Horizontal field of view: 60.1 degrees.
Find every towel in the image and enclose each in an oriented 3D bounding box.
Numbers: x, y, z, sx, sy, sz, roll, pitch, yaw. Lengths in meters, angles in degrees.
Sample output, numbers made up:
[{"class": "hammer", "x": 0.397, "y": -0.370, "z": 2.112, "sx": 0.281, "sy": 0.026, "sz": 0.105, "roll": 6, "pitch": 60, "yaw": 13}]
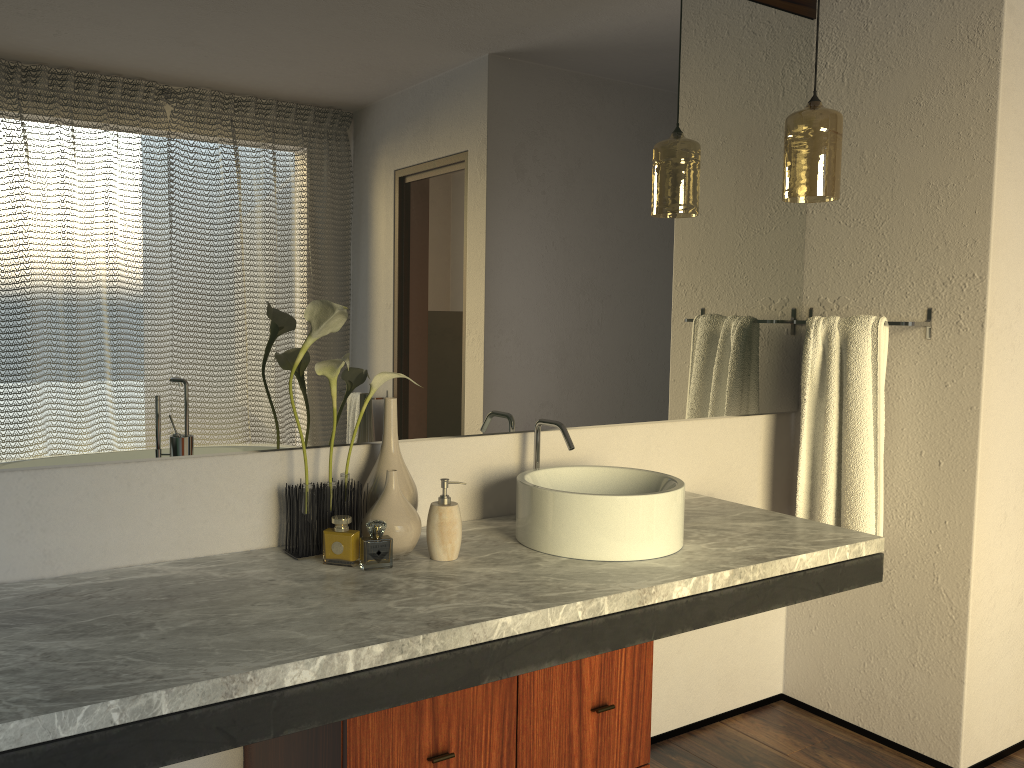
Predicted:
[{"class": "towel", "x": 0.904, "y": 0.131, "z": 2.428, "sx": 0.159, "sy": 0.636, "sz": 0.261, "roll": 0, "pitch": 5, "yaw": -17}]

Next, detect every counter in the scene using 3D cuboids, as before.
[{"class": "counter", "x": -0.264, "y": 0.403, "z": 1.601, "sx": 2.207, "sy": 0.101, "sz": 0.601, "roll": -2, "pitch": 5, "yaw": -34}]

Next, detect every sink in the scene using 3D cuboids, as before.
[{"class": "sink", "x": 0.188, "y": 0.269, "z": 1.907, "sx": 0.365, "sy": 0.131, "sz": 0.349, "roll": 4, "pitch": 5, "yaw": 33}]

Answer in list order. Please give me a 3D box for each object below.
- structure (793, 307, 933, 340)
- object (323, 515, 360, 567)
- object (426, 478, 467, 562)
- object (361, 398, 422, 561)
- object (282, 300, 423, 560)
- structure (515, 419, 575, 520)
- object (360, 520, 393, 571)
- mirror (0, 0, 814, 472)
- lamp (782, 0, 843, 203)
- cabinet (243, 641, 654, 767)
[{"class": "structure", "x": 0.953, "y": -0.170, "z": 2.446, "sx": 0.100, "sy": 0.088, "sz": 0.378, "roll": -2, "pitch": 5, "yaw": -35}, {"class": "object", "x": -0.326, "y": 0.299, "z": 1.689, "sx": 0.067, "sy": 0.092, "sz": 0.038, "roll": 2, "pitch": 5, "yaw": 16}, {"class": "object", "x": -0.133, "y": 0.264, "z": 1.740, "sx": 0.072, "sy": 0.158, "sz": 0.069, "roll": 4, "pitch": 6, "yaw": 38}, {"class": "object", "x": -0.246, "y": 0.186, "z": 1.799, "sx": 0.119, "sy": 0.305, "sz": 0.241, "roll": 0, "pitch": 4, "yaw": -9}, {"class": "object", "x": -0.327, "y": 0.086, "z": 1.775, "sx": 0.192, "sy": 0.504, "sz": 0.238, "roll": 4, "pitch": 5, "yaw": 34}, {"class": "structure", "x": 0.069, "y": 0.203, "z": 2.025, "sx": 0.065, "sy": 0.242, "sz": 0.168, "roll": -2, "pitch": 5, "yaw": -31}, {"class": "object", "x": -0.255, "y": 0.300, "z": 1.664, "sx": 0.056, "sy": 0.090, "sz": 0.039, "roll": -1, "pitch": 5, "yaw": -24}, {"class": "mirror", "x": -0.791, "y": -0.427, "z": 1.529, "sx": 3.986, "sy": 1.152, "sz": 0.018, "roll": -2, "pitch": 5, "yaw": -34}, {"class": "lamp", "x": 0.770, "y": -0.903, "z": 2.229, "sx": 0.140, "sy": 0.867, "sz": 0.138, "roll": 2, "pitch": 4, "yaw": 8}, {"class": "cabinet", "x": -0.130, "y": 0.740, "z": 1.767, "sx": 0.644, "sy": 0.599, "sz": 0.524, "roll": -2, "pitch": 5, "yaw": -34}]
